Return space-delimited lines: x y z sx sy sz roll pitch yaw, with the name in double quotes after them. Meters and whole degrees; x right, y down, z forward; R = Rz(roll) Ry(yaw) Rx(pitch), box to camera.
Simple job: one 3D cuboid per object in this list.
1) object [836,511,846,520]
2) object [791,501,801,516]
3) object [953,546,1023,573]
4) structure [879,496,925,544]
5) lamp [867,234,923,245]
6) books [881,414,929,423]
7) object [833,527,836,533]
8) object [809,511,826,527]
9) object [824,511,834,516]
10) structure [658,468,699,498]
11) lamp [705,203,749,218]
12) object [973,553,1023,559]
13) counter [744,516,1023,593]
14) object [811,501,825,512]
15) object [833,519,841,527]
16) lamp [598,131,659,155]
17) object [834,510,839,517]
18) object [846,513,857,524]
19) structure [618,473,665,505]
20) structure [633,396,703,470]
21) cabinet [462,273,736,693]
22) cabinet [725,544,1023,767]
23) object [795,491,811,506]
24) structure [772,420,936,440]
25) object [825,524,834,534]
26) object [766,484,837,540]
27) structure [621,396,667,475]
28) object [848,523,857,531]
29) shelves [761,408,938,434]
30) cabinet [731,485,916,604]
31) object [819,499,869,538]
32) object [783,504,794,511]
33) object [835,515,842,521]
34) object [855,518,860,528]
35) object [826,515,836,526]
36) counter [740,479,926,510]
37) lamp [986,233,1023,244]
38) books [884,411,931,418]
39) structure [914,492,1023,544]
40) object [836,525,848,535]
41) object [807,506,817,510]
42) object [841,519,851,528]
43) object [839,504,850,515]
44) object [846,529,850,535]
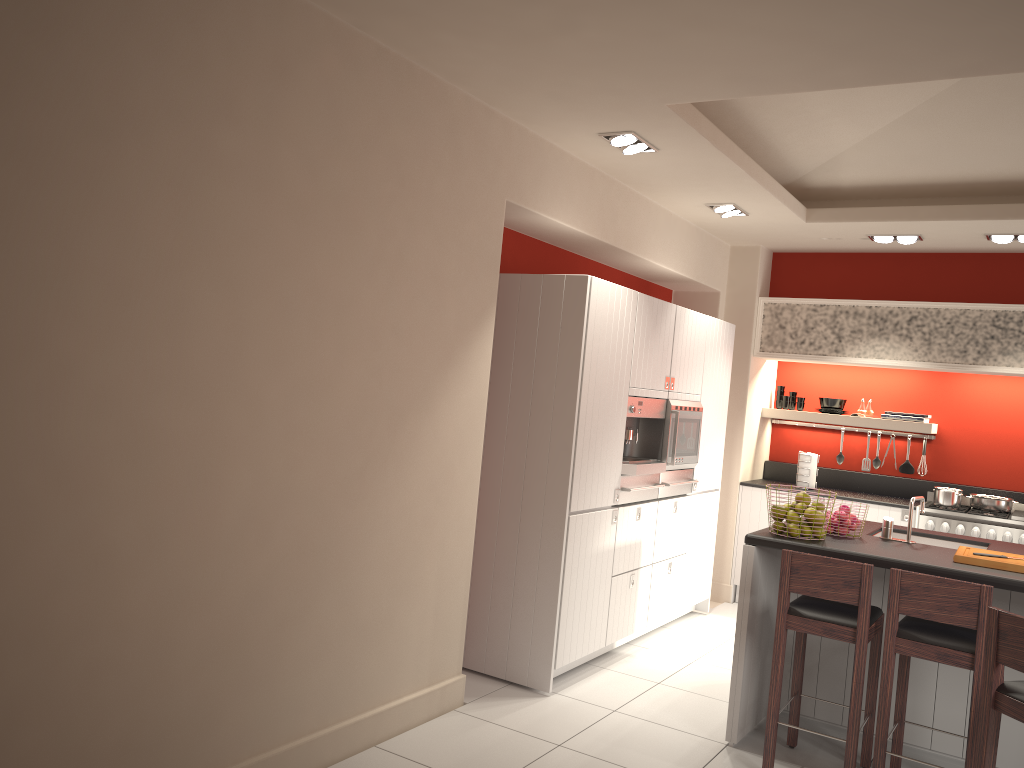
1.687 0.675 4.541 0.048 0.046 0.048 5 0 -13 "object"
1.445 0.626 4.475 0.078 0.076 0.071 5 0 1 "object"
2.350 0.825 4.061 0.570 0.033 0.372 5 0 30 "object"
2.039 0.703 4.632 0.183 0.249 0.224 5 0 32 "structure"
2.849 -1.101 6.588 0.361 0.109 0.199 5 0 32 "lamp"
3.256 0.286 7.344 0.331 0.042 0.207 5 0 37 "books"
1.681 0.754 4.623 0.050 0.049 0.049 5 0 -2 "object"
1.500 0.665 4.361 0.082 0.082 0.082 5 0 -1 "object"
1.660 0.691 4.640 0.049 0.049 0.048 5 0 39 "object"
1.130 0.681 6.105 0.129 0.177 0.617 5 0 32 "structure"
1.503 -1.219 6.186 0.199 0.084 0.361 5 0 32 "lamp"
2.275 0.796 4.082 0.302 0.010 0.035 5 0 2 "object"
2.367 0.868 4.379 2.054 0.050 1.415 5 0 32 "counter"
1.532 0.617 4.441 0.067 0.064 0.067 5 0 32 "object"
1.667 0.711 4.554 0.041 0.041 0.040 5 0 -22 "object"
0.633 -1.310 4.768 0.199 0.103 0.361 5 0 32 "lamp"
1.704 0.682 4.633 0.041 0.044 0.045 5 0 1 "object"
1.747 0.693 4.568 0.056 0.055 0.051 6 0 -44 "object"
0.801 0.650 5.569 0.129 0.177 0.617 5 0 32 "structure"
1.091 0.343 6.146 0.333 0.473 0.610 5 0 32 "structure"
0.681 0.570 6.019 0.717 2.250 2.557 5 0 32 "cabinet"
2.311 1.398 4.380 2.035 1.011 1.423 5 0 32 "cabinet"
1.451 0.575 4.422 0.078 0.080 0.078 5 0 32 "object"
2.956 0.394 7.745 1.355 0.034 0.054 5 0 32 "structure"
1.644 0.750 4.597 0.050 0.049 0.049 5 0 -2 "object"
1.425 0.636 4.404 0.341 0.232 0.341 5 0 -25 "object"
0.699 0.310 5.653 0.453 0.470 0.623 5 0 32 "structure"
1.758 0.737 4.579 0.046 0.043 0.046 5 0 -19 "object"
2.872 0.313 7.613 1.379 0.083 0.376 5 0 32 "shelves"
2.615 1.410 7.353 1.361 0.993 0.687 5 0 32 "cabinet"
1.720 0.699 4.614 0.248 0.168 0.248 5 0 20 "object"
1.380 0.629 4.436 0.062 0.061 0.057 6 0 -44 "object"
1.691 0.688 4.581 0.041 0.039 0.041 5 0 -42 "object"
1.789 0.726 4.629 0.055 0.056 0.055 5 0 41 "object"
1.657 0.709 4.595 0.059 0.059 0.060 5 0 44 "object"
2.665 0.903 7.352 1.360 0.026 0.699 5 0 32 "counter"
3.510 -1.040 6.177 0.361 0.104 0.199 5 0 32 "lamp"
3.284 0.254 7.353 0.332 0.026 0.207 5 0 32 "books"
3.724 1.458 6.613 1.322 1.085 0.777 5 0 32 "structure"
1.700 0.750 4.568 0.062 0.057 0.061 5 0 32 "object"
1.486 0.630 4.407 0.056 0.054 0.057 5 0 3 "object"
1.710 0.712 4.538 0.048 0.046 0.048 5 0 -9 "object"
1.722 0.653 4.594 0.056 0.058 0.056 5 0 -13 "object"
1.733 0.765 4.608 0.040 0.039 0.039 5 0 -10 "object"
